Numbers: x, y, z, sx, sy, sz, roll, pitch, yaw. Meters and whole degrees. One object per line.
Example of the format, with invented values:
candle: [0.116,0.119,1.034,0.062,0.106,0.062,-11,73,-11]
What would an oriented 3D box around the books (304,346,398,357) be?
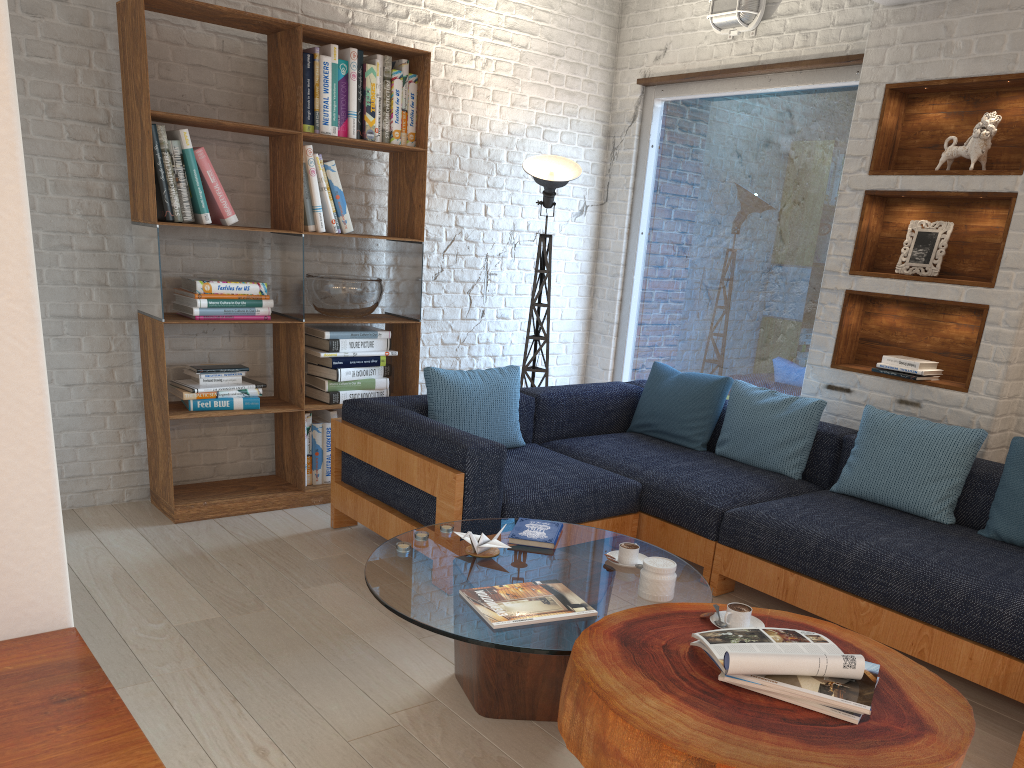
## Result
books: [-0.859,-0.175,4.568,0.439,0.022,0.263,-3,13,-38]

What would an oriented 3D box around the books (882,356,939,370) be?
books: [1.847,-0.099,4.048,0.132,0.035,0.197,-1,12,-29]

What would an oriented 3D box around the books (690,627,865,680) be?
books: [0.632,0.648,2.106,0.322,0.114,0.260,3,11,-6]

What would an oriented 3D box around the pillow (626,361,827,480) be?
pillow: [1.060,0.168,4.458,0.239,0.418,1.070,-10,18,-39]

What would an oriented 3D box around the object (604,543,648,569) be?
object: [0.424,0.571,2.827,0.263,0.060,0.152,14,15,42]

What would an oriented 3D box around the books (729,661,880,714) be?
books: [0.689,0.674,2.060,0.314,0.011,0.244,9,11,25]

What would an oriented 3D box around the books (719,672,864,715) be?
books: [0.677,0.690,2.090,0.315,0.011,0.244,8,11,20]

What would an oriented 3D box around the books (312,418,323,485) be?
books: [-1.081,0.344,4.617,0.056,0.346,0.245,-11,22,-38]

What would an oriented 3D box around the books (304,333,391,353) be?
books: [-0.860,-0.221,4.572,0.374,0.068,0.237,-5,14,-43]

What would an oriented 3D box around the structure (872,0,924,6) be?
structure: [1.818,-1.688,3.431,0.197,0.230,0.787,-8,16,-38]

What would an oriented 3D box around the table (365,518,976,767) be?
table: [0.269,0.846,2.500,1.068,0.468,1.761,-3,13,-33]

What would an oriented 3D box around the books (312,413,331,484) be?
books: [-1.033,0.342,4.646,0.055,0.345,0.245,-11,22,-38]

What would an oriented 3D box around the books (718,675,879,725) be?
books: [0.688,0.704,2.084,0.313,0.011,0.245,10,11,30]

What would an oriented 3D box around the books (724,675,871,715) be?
books: [0.684,0.683,2.070,0.315,0.011,0.244,8,11,20]

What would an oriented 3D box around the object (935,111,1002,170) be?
object: [1.954,-1.032,3.728,0.111,0.254,0.207,-6,18,-30]

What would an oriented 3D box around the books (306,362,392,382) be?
books: [-0.857,-0.077,4.607,0.238,0.068,0.371,13,13,38]

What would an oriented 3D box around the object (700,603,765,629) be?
object: [0.601,0.628,2.367,0.170,0.058,0.143,13,14,39]

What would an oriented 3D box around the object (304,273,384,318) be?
object: [-0.866,-0.450,4.490,0.403,0.211,0.382,5,12,3]

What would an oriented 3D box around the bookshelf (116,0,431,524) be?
bookshelf: [-1.096,-0.492,4.253,1.300,2.308,0.351,-8,22,-36]

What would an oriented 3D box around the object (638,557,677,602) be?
object: [0.435,0.583,2.604,0.108,0.113,0.103,-2,16,-22]

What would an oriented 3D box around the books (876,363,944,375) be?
books: [1.848,-0.072,4.051,0.169,0.020,0.228,-3,12,-36]

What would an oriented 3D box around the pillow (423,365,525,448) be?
pillow: [-0.170,0.119,4.134,0.548,0.428,0.215,-6,20,-37]

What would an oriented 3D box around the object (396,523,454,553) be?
object: [-0.296,0.511,2.928,0.067,0.028,0.293,11,12,29]

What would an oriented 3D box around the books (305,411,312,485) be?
books: [-1.122,0.318,4.586,0.036,0.402,0.235,-11,22,-38]

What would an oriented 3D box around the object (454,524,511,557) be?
object: [-0.090,0.505,2.863,0.186,0.095,0.185,2,12,-13]

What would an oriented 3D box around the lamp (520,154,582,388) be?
lamp: [0.392,-0.322,5.031,0.859,1.934,0.485,11,19,22]

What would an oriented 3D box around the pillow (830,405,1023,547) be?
pillow: [1.874,0.382,3.456,0.251,0.437,1.171,-9,17,-38]

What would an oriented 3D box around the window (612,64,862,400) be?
window: [4.823,-1.594,0.561,0.637,6.719,11.917,-11,19,-38]

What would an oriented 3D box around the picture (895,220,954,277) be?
picture: [1.874,-0.615,3.956,0.188,0.256,0.100,18,22,39]

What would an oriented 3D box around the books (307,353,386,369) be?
books: [-0.868,-0.134,4.562,0.321,0.058,0.247,-5,14,-43]

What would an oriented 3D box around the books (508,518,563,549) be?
books: [0.085,0.522,3.053,0.162,0.024,0.222,6,10,9]

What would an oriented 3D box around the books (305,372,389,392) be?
books: [-0.880,-0.019,4.633,0.358,0.058,0.272,-3,13,-36]

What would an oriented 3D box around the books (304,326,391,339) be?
books: [-0.858,-0.271,4.549,0.375,0.038,0.236,-3,13,-38]

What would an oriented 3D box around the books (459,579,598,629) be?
books: [0.044,0.623,2.489,0.317,0.011,0.242,0,11,-25]

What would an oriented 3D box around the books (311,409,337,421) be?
books: [-0.995,0.308,4.690,0.078,0.403,0.235,-11,22,-38]

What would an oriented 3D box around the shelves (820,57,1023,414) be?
shelves: [1.898,-0.627,3.905,0.189,1.496,0.741,-11,22,-38]

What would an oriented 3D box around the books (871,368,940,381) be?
books: [1.833,-0.048,4.065,0.161,0.018,0.242,-1,11,-29]

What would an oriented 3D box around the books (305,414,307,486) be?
books: [-1.140,0.323,4.553,0.036,0.402,0.235,-11,22,-38]
